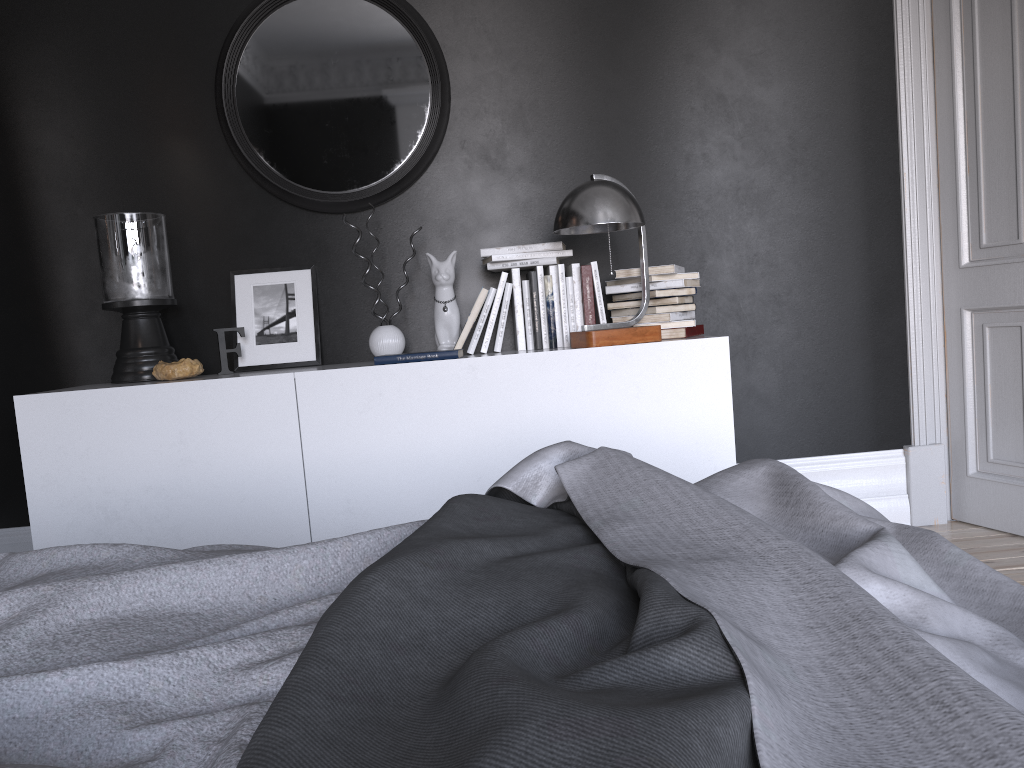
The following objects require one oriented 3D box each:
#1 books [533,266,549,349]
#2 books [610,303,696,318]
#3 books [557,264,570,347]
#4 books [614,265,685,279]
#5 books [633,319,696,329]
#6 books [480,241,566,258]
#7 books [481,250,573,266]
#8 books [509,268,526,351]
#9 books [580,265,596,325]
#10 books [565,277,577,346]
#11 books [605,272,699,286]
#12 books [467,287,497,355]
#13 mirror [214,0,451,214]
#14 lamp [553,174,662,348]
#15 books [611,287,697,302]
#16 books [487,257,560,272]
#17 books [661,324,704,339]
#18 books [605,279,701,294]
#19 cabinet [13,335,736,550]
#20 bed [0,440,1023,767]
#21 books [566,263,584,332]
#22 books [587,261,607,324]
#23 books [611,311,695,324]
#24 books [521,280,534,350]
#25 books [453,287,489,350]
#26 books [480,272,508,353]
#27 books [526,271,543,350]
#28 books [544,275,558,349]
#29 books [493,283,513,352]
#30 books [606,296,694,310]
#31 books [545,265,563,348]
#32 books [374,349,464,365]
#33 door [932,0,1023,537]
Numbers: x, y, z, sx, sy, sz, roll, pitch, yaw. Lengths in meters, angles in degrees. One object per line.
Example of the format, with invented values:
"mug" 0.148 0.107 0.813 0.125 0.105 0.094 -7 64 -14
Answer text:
"books" 0.110 -0.290 3.391 0.024 0.308 0.220 -5 5 -2
"books" 0.539 -0.283 3.404 0.202 0.029 0.268 -7 5 -32
"books" 0.189 -0.297 3.394 0.024 0.308 0.220 -5 5 -2
"books" 0.528 -0.424 3.375 0.220 0.030 0.306 -3 4 18
"books" 0.575 -0.226 3.392 0.228 0.025 0.318 -4 4 8
"books" 0.048 -0.509 3.398 0.306 0.030 0.220 -4 4 8
"books" 0.053 -0.479 3.373 0.307 0.024 0.220 -6 4 -12
"books" 0.021 -0.284 3.416 0.030 0.307 0.220 -5 5 -2
"books" 0.281 -0.299 3.400 0.038 0.296 0.235 -5 5 -2
"books" 0.219 -0.276 3.399 0.026 0.259 0.195 -5 5 -2
"books" 0.536 -0.401 3.417 0.220 0.024 0.307 -7 4 -27
"books" -0.116 -0.240 3.388 0.132 0.245 0.195 -5 5 -2
"mirror" -0.704 -1.144 3.495 0.924 0.926 0.061 -5 5 -2
"lamp" 0.320 -0.430 3.090 0.340 0.591 0.328 -7 5 -22
"books" 0.540 -0.342 3.397 0.192 0.030 0.289 -7 4 -28
"books" 0.048 -0.454 3.376 0.259 0.026 0.195 -4 4 8
"books" 0.584 -0.195 3.387 0.235 0.038 0.294 -3 4 25
"books" 0.542 -0.373 3.399 0.306 0.030 0.220 -3 4 28
"cabinet" -0.432 0.359 3.295 2.396 0.884 0.569 -5 5 -2
"bed" -0.462 0.339 0.594 3.282 1.300 2.762 -6 4 -13
"books" 0.245 -0.303 3.424 0.030 0.307 0.220 -5 5 -2
"books" 0.323 -0.308 3.399 0.050 0.308 0.220 -5 5 -2
"books" 0.545 -0.253 3.397 0.229 0.031 0.317 -3 4 28
"books" 0.057 -0.262 3.393 0.026 0.259 0.195 -5 5 -2
"books" -0.156 -0.237 3.356 0.158 0.247 0.202 -5 5 -2
"books" -0.070 -0.271 3.385 0.126 0.296 0.220 -5 5 -2
"books" 0.085 -0.278 3.368 0.030 0.290 0.192 -5 5 -2
"books" 0.140 -0.270 3.355 0.029 0.270 0.204 -5 5 -2
"books" -0.036 -0.253 3.390 0.091 0.256 0.195 -5 5 -2
"books" 0.530 -0.312 3.408 0.289 0.030 0.192 -2 5 29
"books" 0.161 -0.296 3.421 0.030 0.307 0.220 -5 5 -2
"books" -0.318 -0.096 3.088 0.289 0.030 0.192 -4 4 4
"door" 1.968 -0.586 3.183 0.216 2.378 1.096 -6 5 -15
